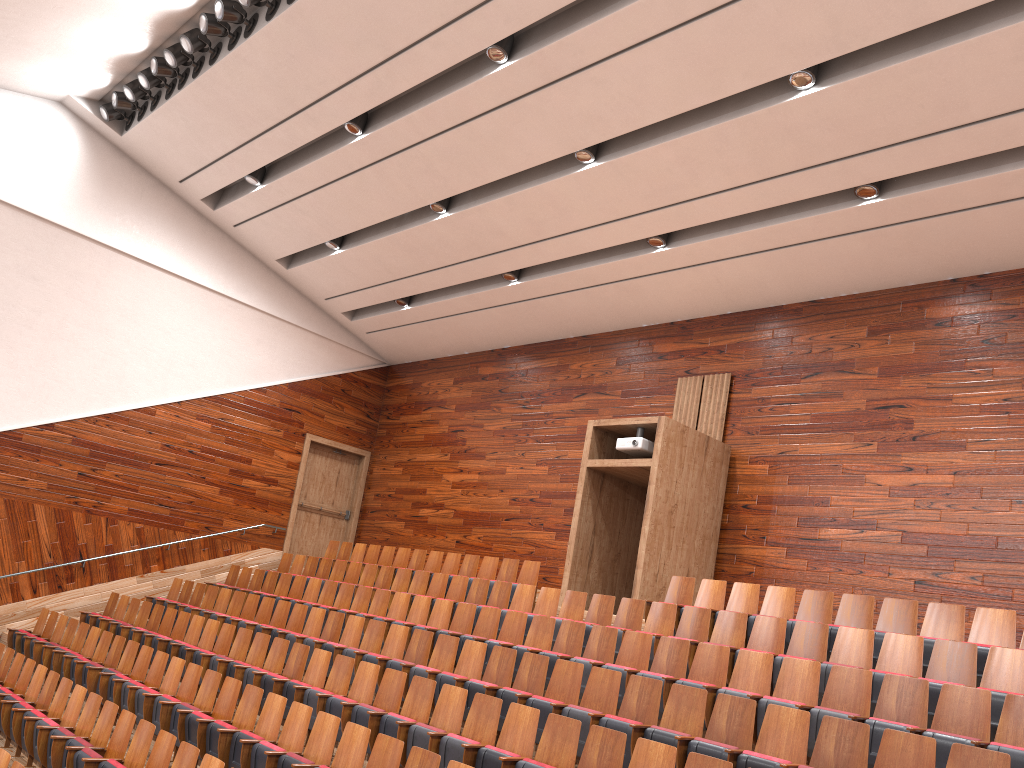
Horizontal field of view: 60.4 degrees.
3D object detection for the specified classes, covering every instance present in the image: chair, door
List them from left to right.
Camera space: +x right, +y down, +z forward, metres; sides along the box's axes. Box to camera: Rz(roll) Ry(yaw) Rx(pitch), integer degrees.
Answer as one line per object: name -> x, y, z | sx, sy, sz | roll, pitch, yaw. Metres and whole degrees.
chair -> -0.197, 0.278, 0.732 | 0.787, 0.365, 1.186 | 21, -18, -41
door -> -0.343, 0.224, 1.606 | 0.143, 0.235, 0.024 | 18, -11, -42

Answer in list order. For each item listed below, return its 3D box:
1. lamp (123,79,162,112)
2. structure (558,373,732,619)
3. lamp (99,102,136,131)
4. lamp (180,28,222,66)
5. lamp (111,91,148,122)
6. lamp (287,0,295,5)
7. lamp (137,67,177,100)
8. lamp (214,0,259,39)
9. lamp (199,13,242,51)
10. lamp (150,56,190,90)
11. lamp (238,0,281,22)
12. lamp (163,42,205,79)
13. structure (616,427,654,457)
lamp -> -0.494, -0.388, 1.170 | 0.046, 0.031, 0.031 | 21, -15, -41
structure -> 0.173, 0.126, 1.075 | 0.147, 0.322, 0.116 | 18, -11, -42
lamp -> -0.558, -0.380, 1.237 | 0.046, 0.031, 0.031 | 21, -15, -41
lamp -> -0.369, -0.401, 1.037 | 0.046, 0.031, 0.031 | 21, -15, -41
lamp -> -0.526, -0.384, 1.204 | 0.045, 0.030, 0.031 | 21, -16, -41
lamp -> -0.240, -0.415, 0.900 | 0.046, 0.030, 0.031 | 21, -16, -41
lamp -> -0.459, -0.391, 1.133 | 0.046, 0.031, 0.031 | 21, -15, -41
lamp -> -0.307, -0.408, 0.971 | 0.045, 0.030, 0.031 | 21, -16, -41
lamp -> -0.334, -0.405, 1.001 | 0.045, 0.030, 0.031 | 21, -16, -41
lamp -> -0.432, -0.394, 1.104 | 0.045, 0.030, 0.031 | 21, -16, -41
lamp -> -0.272, -0.412, 0.934 | 0.046, 0.031, 0.031 | 21, -15, -41
lamp -> -0.402, -0.398, 1.072 | 0.046, 0.031, 0.031 | 21, -15, -41
structure -> 0.149, 0.066, 1.033 | 0.042, 0.031, 0.038 | 20, -16, -41
